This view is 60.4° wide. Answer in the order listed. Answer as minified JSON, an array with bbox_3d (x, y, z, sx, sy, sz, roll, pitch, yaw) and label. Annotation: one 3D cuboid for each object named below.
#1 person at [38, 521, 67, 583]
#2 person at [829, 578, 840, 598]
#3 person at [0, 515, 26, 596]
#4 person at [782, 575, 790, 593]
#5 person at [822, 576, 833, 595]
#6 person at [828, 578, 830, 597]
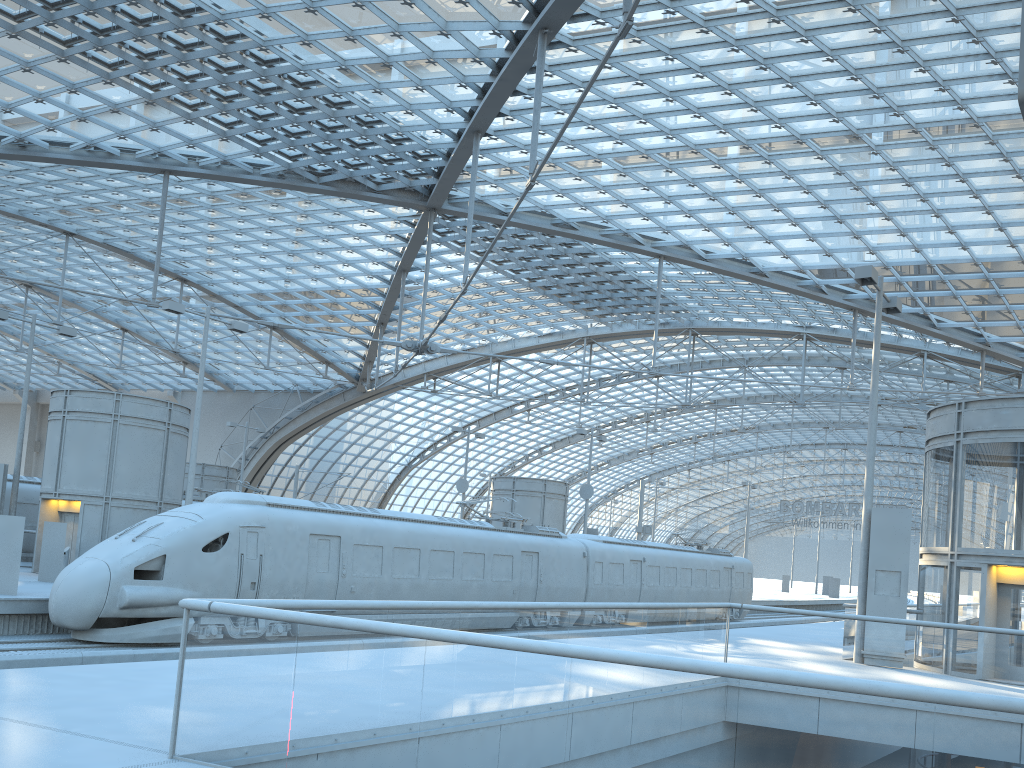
[{"bbox_3d":[-11.960,4.400,22.884,0.709,1.600,0.001,3,-3,14],"label":"person"},{"bbox_3d":[26.995,17.096,73.486,0.826,1.720,0.001,1,-5,35],"label":"person"},{"bbox_3d":[-10.725,3.617,18.519,0.874,1.693,0.001,4,-3,9],"label":"person"},{"bbox_3d":[24.968,18.236,80.118,0.710,1.600,0.001,1,-5,40],"label":"person"},{"bbox_3d":[29.153,18.702,81.415,0.898,1.786,0.001,2,-4,30],"label":"person"},{"bbox_3d":[28.216,17.839,76.946,0.874,1.693,0.001,1,-5,35],"label":"person"}]
